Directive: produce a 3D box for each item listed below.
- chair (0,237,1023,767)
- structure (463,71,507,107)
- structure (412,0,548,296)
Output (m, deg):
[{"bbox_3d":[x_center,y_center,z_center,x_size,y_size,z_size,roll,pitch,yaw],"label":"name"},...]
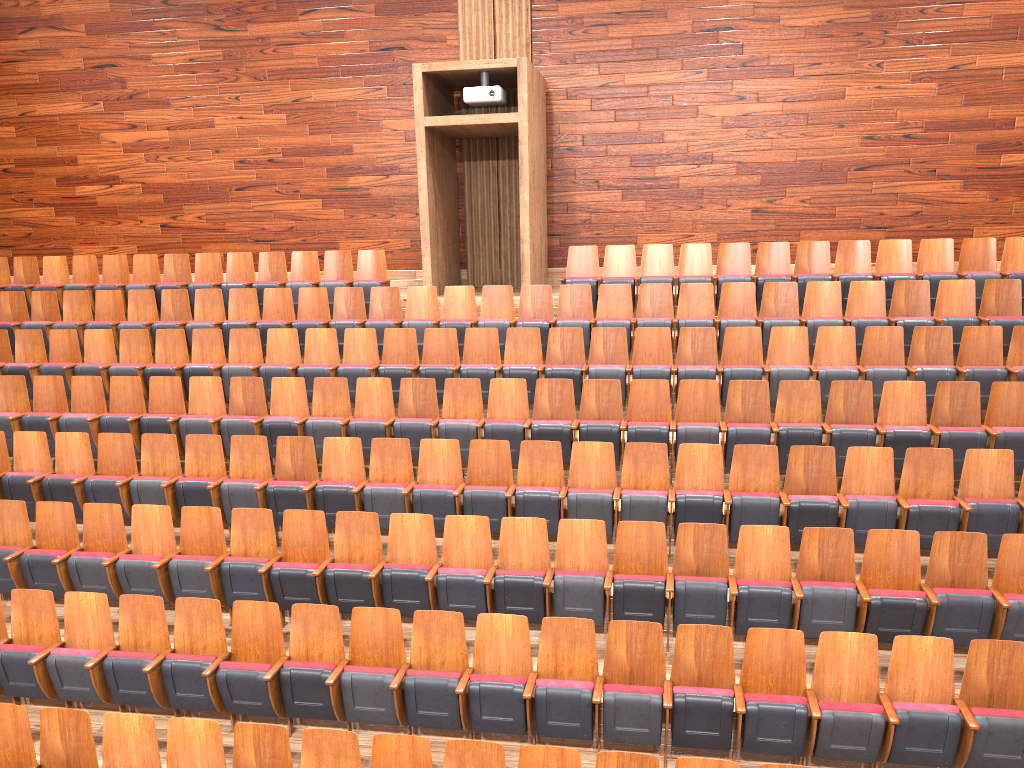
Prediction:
[{"bbox_3d":[-0.100,0.107,0.623,1.182,0.385,0.747,1,12,10],"label":"chair"},{"bbox_3d":[-0.028,-0.301,0.892,0.038,0.032,0.039,1,13,10],"label":"structure"},{"bbox_3d":[-0.029,-0.267,0.960,0.117,0.340,0.139,2,16,10],"label":"structure"}]
